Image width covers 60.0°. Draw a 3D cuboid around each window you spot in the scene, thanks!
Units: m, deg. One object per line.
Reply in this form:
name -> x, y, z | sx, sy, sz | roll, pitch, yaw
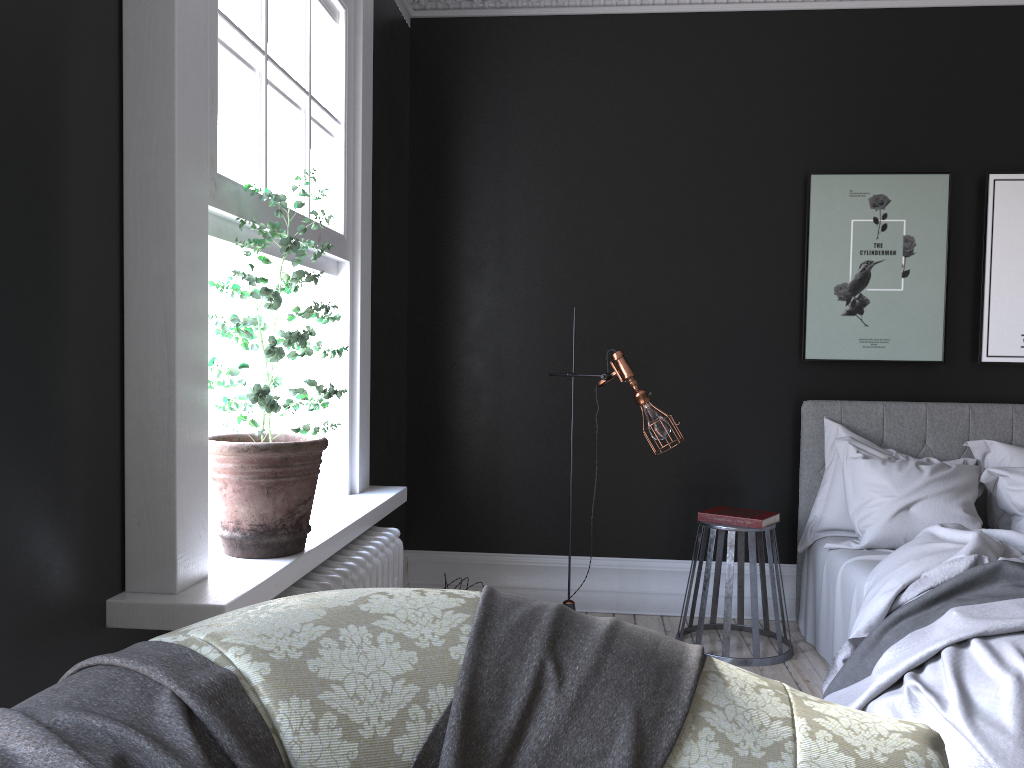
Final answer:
window -> -0.791, -1.017, 3.027 | 0.056, 1.018, 1.262 | 1, 2, 6

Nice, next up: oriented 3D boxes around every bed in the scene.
bed -> 2.298, 0.790, 3.522 | 2.765, 1.299, 3.281 | 1, 2, -6

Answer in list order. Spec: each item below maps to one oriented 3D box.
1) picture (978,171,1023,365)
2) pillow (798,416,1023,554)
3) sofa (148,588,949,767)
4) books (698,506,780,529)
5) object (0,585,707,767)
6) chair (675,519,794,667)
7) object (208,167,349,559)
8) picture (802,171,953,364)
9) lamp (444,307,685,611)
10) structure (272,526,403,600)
picture -> 3.036, -0.643, 4.948 | 0.791, 1.079, 0.014 | 1, 3, 5
pillow -> 2.467, 0.578, 4.613 | 1.830, 0.760, 0.679 | 1, 2, 5
sofa -> -0.228, 0.935, 0.225 | 1.606, 1.162, 2.811 | 1, 2, 6
books -> 1.195, 0.699, 4.666 | 0.346, 0.045, 0.275 | 2, 2, 35
object -> -0.231, 0.621, 1.178 | 1.367, 0.585, 0.516 | 0, 3, -35
chair -> 1.178, 1.057, 4.684 | 0.613, 0.673, 0.613 | -1, 3, -40
object -> -0.700, -0.062, 2.630 | 0.474, 1.135, 0.505 | -2, 4, -44
picture -> 2.071, -0.661, 5.041 | 0.791, 1.079, 0.014 | 1, 3, 5
lamp -> 0.147, 0.475, 4.913 | 1.717, 1.780, 0.437 | 3, 3, 44
structure -> -0.611, 1.006, 3.110 | 0.276, 0.849, 1.140 | 1, 2, 6
